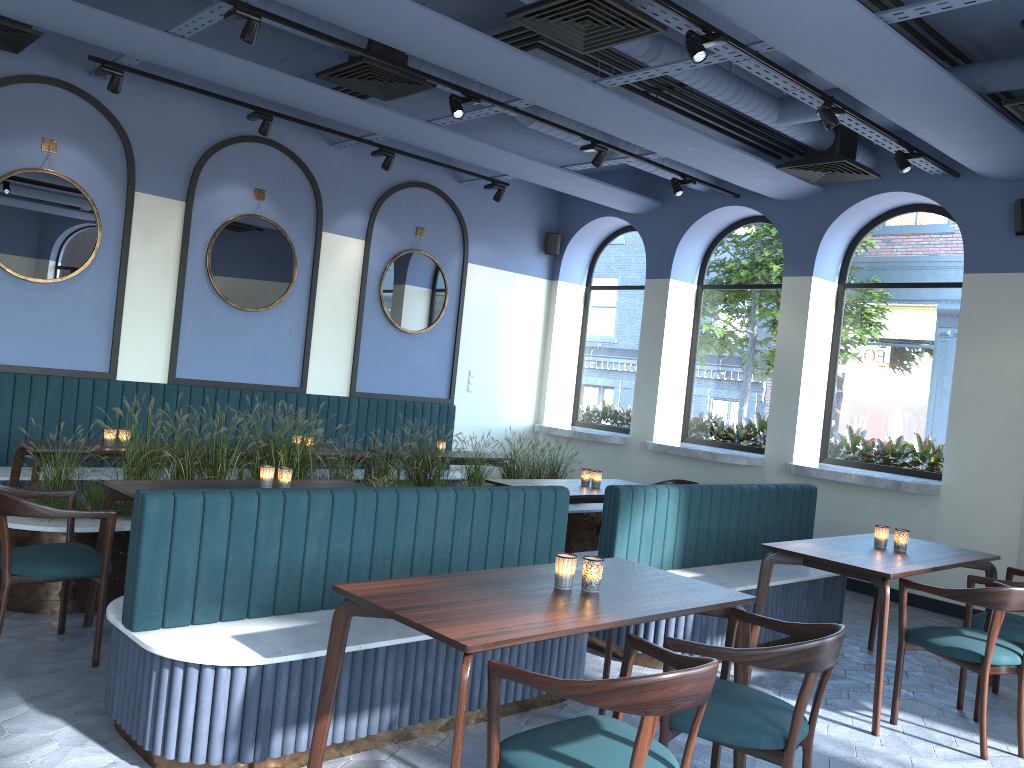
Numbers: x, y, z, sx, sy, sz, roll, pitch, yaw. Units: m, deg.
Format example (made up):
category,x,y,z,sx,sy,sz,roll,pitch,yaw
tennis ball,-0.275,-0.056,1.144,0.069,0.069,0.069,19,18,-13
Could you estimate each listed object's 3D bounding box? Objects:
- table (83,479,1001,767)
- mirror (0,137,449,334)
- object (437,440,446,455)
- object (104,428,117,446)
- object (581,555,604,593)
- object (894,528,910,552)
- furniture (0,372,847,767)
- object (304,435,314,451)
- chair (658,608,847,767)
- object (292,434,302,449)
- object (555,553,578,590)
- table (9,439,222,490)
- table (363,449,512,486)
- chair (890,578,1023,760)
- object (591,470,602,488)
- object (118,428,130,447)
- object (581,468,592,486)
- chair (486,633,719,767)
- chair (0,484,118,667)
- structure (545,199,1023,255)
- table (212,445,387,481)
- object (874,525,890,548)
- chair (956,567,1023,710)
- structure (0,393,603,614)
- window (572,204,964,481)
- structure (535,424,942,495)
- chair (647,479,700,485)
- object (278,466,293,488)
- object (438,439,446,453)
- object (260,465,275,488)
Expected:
category,x,y,z,sx,sy,sz,roll,pitch,yaw
table,-0.958,0.999,2.696,3.997,0.755,9.778,6,0,31
mirror,-2.258,-1.183,7.882,4.357,1.089,0.026,6,0,-43
object,-0.634,0.565,7.892,0.078,0.120,0.078,6,0,30
object,-2.728,0.360,6.014,0.078,0.120,0.078,6,0,-26
object,0.288,0.685,3.195,0.078,0.120,0.078,6,0,30
object,2.160,0.868,4.925,0.078,0.120,0.078,6,0,-26
furniture,-0.871,0.790,6.177,4.800,1.150,4.703,6,0,-43
object,-1.608,0.469,7.022,0.078,0.120,0.078,6,0,30
chair,0.798,1.161,2.976,0.525,0.793,0.618,6,0,34
object,-1.706,0.459,7.021,0.078,0.120,0.078,6,0,30
object,0.191,0.675,3.193,0.078,0.120,0.078,6,0,30
table,-2.701,0.801,6.077,1.285,0.755,0.548,6,0,-43
table,-0.670,1.000,7.962,1.332,0.755,0.548,6,0,-43
chair,2.210,1.299,4.224,0.618,0.793,0.525,6,0,-19
object,0.623,0.701,6.538,0.078,0.120,0.078,6,0,-26
object,-2.660,0.366,6.084,0.078,0.120,0.078,6,0,-26
object,0.553,0.694,6.606,0.078,0.120,0.078,6,0,-26
chair,0.267,1.109,2.485,0.618,0.793,0.525,6,0,-43
chair,-2.160,0.851,4.067,0.525,0.793,0.618,6,0,-43
structure,-1.576,-1.796,3.981,7.261,0.268,13.143,6,0,31
table,-1.694,0.900,7.013,1.332,0.755,0.548,6,0,-43
object,2.078,0.860,4.991,0.078,0.120,0.078,6,0,-26
chair,2.713,1.348,4.689,0.618,0.793,0.525,6,0,-43
structure,-1.097,0.737,6.427,4.878,1.207,1.143,6,0,-41
window,1.779,-0.542,3.373,3.897,2.394,14.212,6,0,8
structure,1.434,0.656,3.394,4.315,0.080,14.155,6,0,8
chair,1.257,1.185,7.238,0.525,0.793,0.618,6,0,-43
object,-1.249,0.518,4.868,0.078,0.120,0.078,6,0,30
object,-0.635,0.564,7.990,0.078,0.120,0.078,6,0,30
object,-1.346,0.508,4.867,0.078,0.120,0.078,6,0,30
